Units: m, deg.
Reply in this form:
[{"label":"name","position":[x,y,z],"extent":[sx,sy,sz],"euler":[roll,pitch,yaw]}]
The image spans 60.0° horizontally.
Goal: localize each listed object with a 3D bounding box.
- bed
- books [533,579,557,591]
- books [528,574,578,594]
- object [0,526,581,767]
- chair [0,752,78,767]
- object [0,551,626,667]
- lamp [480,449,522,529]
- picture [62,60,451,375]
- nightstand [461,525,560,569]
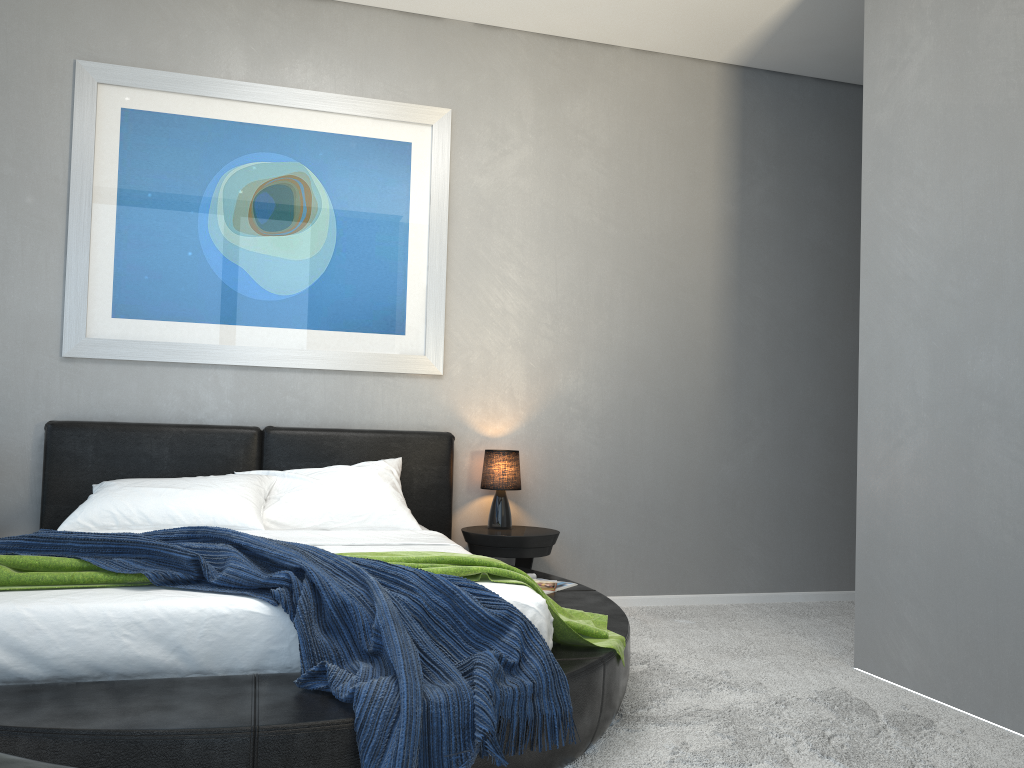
[{"label":"bed","position":[-0.897,0.610,3.131],"extent":[2.755,0.933,2.619],"euler":[3,-3,-16]},{"label":"books","position":[0.118,0.843,3.727],"extent":[0.133,0.012,0.189],"euler":[1,-3,6]},{"label":"books","position":[0.040,0.839,3.791],"extent":[0.395,0.039,0.301],"euler":[0,-4,30]},{"label":"object","position":[-0.902,0.708,2.531],"extent":[2.154,0.567,0.686],"euler":[0,-3,26]},{"label":"chair","position":[-1.025,0.428,0.583],"extent":[0.639,0.994,1.283],"euler":[0,-3,29]},{"label":"object","position":[-0.773,0.662,2.671],"extent":[2.302,0.342,0.646],"euler":[3,-3,-17]},{"label":"lamp","position":[-0.057,0.539,4.547],"extent":[0.209,0.400,0.219],"euler":[3,-3,-35]},{"label":"picture","position":[-1.207,-0.785,4.401],"extent":[1.800,1.399,0.025],"euler":[2,-2,-16]},{"label":"nightstand","position":[-0.014,0.955,4.449],"extent":[0.496,0.440,0.497],"euler":[1,-3,13]}]
